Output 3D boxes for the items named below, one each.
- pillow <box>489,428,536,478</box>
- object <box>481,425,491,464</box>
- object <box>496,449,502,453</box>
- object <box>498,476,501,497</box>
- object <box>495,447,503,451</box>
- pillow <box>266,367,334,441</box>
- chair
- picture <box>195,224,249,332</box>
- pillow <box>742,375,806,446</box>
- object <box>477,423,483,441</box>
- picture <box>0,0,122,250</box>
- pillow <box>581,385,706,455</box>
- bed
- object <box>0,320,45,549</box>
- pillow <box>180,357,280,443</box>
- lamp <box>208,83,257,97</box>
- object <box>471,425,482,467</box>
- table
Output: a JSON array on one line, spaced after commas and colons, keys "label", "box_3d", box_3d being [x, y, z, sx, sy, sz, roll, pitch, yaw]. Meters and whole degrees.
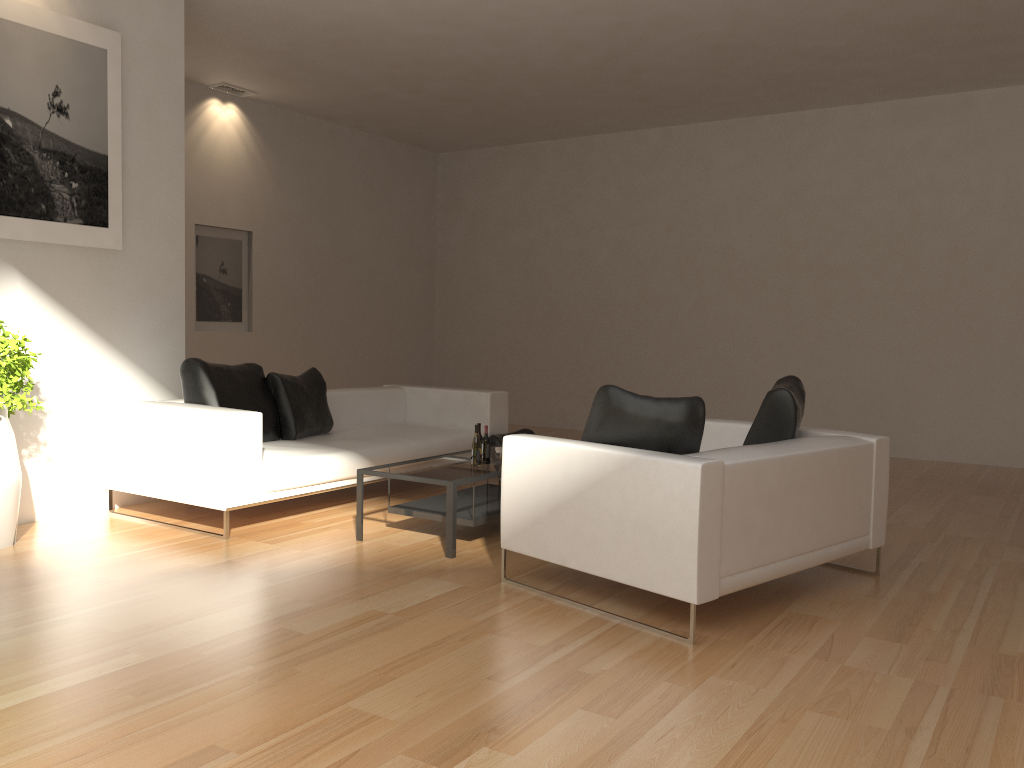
[{"label": "pillow", "box_3d": [0.040, 0.623, 7.549, 0.503, 0.457, 0.340, -2, 4, -39]}, {"label": "object", "box_3d": [-0.164, 0.382, 5.571, 0.059, 0.244, 0.059, 3, 4, 33]}, {"label": "object", "box_3d": [-0.084, 0.455, 6.042, 0.052, 0.021, 0.052, 2, 3, 10]}, {"label": "object", "box_3d": [-0.056, 0.640, 5.863, 0.065, 0.217, 0.065, 2, 3, 15]}, {"label": "object", "box_3d": [-0.090, 0.449, 6.137, 0.052, 0.021, 0.052, 2, 3, 10]}, {"label": "pillow", "box_3d": [-1.590, 0.145, 6.663, 0.270, 0.524, 0.628, 2, 3, 16]}, {"label": "chair", "box_3d": [0.940, 0.629, 4.574, 1.671, 0.761, 1.262, -2, 5, -42]}, {"label": "picture", "box_3d": [-3.150, -1.125, 9.605, 0.005, 1.155, 0.802, 3, 4, 33]}, {"label": "pillow", "box_3d": [1.394, 0.288, 4.767, 0.324, 0.666, 0.506, 3, 4, 23]}, {"label": "object", "box_3d": [-0.213, 0.374, 5.665, 0.057, 0.248, 0.057, -2, 4, -39]}, {"label": "picture", "box_3d": [-2.882, -1.600, 5.528, 0.004, 1.431, 0.979, 3, 4, 33]}, {"label": "pillow", "box_3d": [0.582, 0.302, 4.151, 0.660, 0.598, 0.291, 2, 4, 22]}, {"label": "bed", "box_3d": [-1.339, 0.457, 6.773, 1.262, 0.761, 3.075, 3, 4, 33]}, {"label": "object", "box_3d": [-2.953, 0.252, 4.957, 0.570, 1.324, 0.631, -2, 5, -43]}, {"label": "pillow", "box_3d": [-1.924, 0.146, 6.106, 0.346, 0.666, 0.755, 2, 4, 19]}, {"label": "lamp", "box_3d": [-2.951, -3.180, 9.369, 0.243, 0.166, 0.446, 3, 4, 33]}, {"label": "object", "box_3d": [-0.219, 0.380, 5.472, 0.068, 0.257, 0.067, -2, 4, -39]}, {"label": "table", "box_3d": [-0.199, 0.720, 5.722, 0.709, 0.460, 1.566, 3, 4, 33]}]
